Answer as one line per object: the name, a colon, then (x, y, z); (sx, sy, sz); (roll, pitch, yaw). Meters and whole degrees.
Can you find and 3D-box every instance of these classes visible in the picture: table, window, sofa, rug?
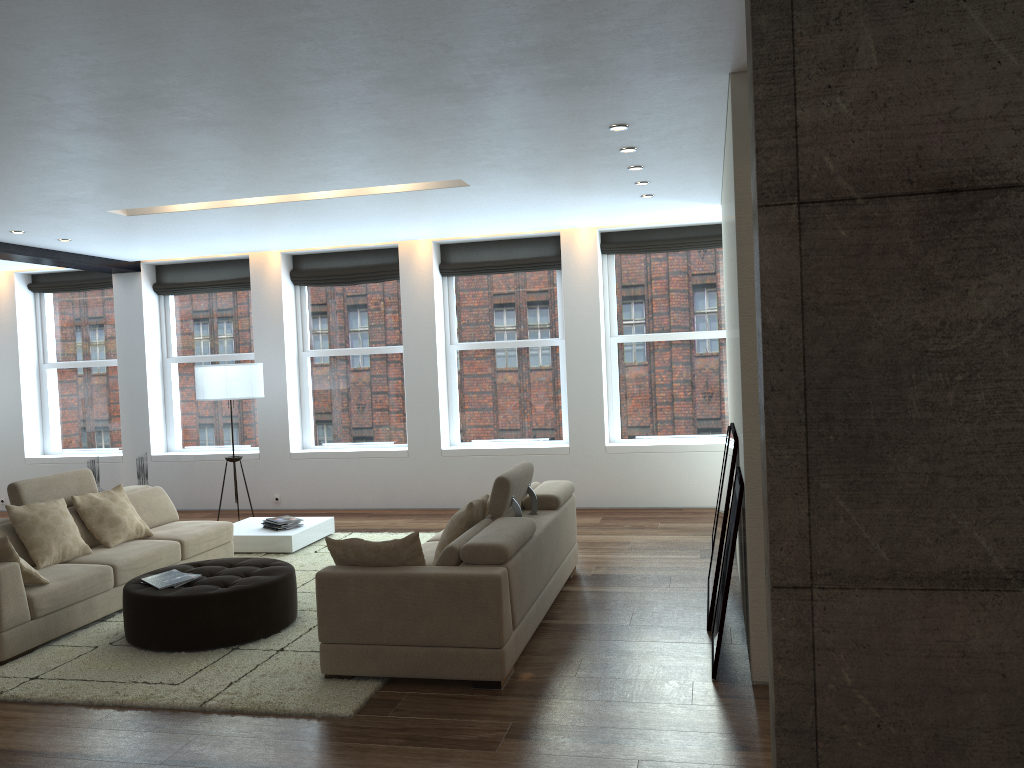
table: (-2.275, 1.418, 8.345); (0.900, 0.170, 0.900); (-2, 2, 13)
window: (1.797, -0.494, 9.652); (1.563, 2.400, 0.123); (-2, 2, 13)
window: (-5.409, -0.230, 11.283); (1.391, 2.400, 0.123); (-2, 2, 13)
window: (-1.853, -0.360, 10.479); (1.442, 2.400, 0.123); (-2, 2, 13)
sofa: (-3.142, 1.140, 6.429); (1.021, 0.950, 2.581); (-2, 2, 13)
sofa: (-0.269, 1.035, 5.779); (1.021, 0.950, 2.581); (-2, 2, 13)
window: (-3.643, -0.294, 10.884); (1.432, 2.400, 0.123); (-2, 2, 13)
rug: (-1.746, 1.541, 6.572); (2.972, 0.020, 4.231); (-2, 2, 13)
window: (-0.058, -0.426, 10.072); (1.443, 2.400, 0.123); (-2, 2, 13)

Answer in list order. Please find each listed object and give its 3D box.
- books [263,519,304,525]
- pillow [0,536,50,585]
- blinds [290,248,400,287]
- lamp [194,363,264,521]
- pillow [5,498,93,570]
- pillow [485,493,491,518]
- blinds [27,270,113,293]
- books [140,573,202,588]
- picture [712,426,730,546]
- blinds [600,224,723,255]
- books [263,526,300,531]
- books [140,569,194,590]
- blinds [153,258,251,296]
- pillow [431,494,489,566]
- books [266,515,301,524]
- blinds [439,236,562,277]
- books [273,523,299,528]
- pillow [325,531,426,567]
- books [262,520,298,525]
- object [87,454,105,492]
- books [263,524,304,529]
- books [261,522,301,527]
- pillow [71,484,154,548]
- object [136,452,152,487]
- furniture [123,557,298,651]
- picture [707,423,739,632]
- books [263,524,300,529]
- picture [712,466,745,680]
books: (-2.123, 1.276, 8.233); (0.300, 0.010, 0.220); (-2, 2, 28)
pillow: (-3.150, 1.063, 5.388); (0.518, 0.393, 0.395); (-2, 2, 16)
blinds: (-1.909, -1.364, 10.388); (1.439, 0.424, 0.156); (-2, 2, 13)
lamp: (-2.989, 0.652, 9.502); (0.698, 1.728, 0.698); (-1, 2, 36)
pillow: (-3.216, 1.021, 6.181); (0.301, 0.439, 0.534); (-2, 2, 16)
pillow: (-0.192, 0.902, 6.137); (0.368, 0.416, 0.519); (-2, 2, 8)
blinds: (-5.470, -1.300, 11.192); (1.396, 0.275, 0.156); (-2, 2, 13)
books: (-2.130, 1.223, 5.545); (0.300, 0.031, 0.219); (-2, 2, 28)
picture: (1.767, 0.876, 7.478); (0.195, 0.988, 0.700); (-2, 2, 13)
blinds: (1.739, -1.559, 9.560); (1.563, 0.275, 0.156); (-2, 2, 13)
books: (-2.139, 1.326, 8.217); (0.220, 0.010, 0.300); (-4, 2, -42)
books: (-2.149, 1.217, 5.527); (0.220, 0.040, 0.301); (-4, 2, -42)
blinds: (-3.704, -1.304, 10.779); (1.431, 0.395, 0.183); (-2, 2, 13)
pillow: (-0.317, 0.915, 5.525); (0.301, 0.439, 0.534); (-2, 2, 9)
books: (-2.123, 1.257, 8.232); (0.220, 0.010, 0.300); (-4, 2, -37)
blinds: (-0.114, -1.437, 9.982); (1.442, 0.393, 0.156); (-2, 2, 13)
books: (-2.122, 1.296, 8.233); (0.220, 0.010, 0.300); (-3, 2, -27)
pillow: (-0.715, 0.974, 4.836); (0.518, 0.393, 0.395); (-2, 2, 9)
books: (-2.142, 1.268, 8.215); (0.220, 0.010, 0.300); (-4, 2, -42)
object: (-4.714, 1.189, 10.017); (0.458, 0.781, 0.458); (-2, 2, 12)
books: (-2.121, 1.315, 8.234); (0.300, 0.010, 0.220); (-1, 2, 33)
books: (-2.141, 1.287, 8.216); (0.300, 0.010, 0.220); (-1, 2, 38)
pillow: (-3.066, 1.007, 6.787); (0.368, 0.416, 0.519); (-2, 2, 17)
object: (-4.211, 1.164, 10.126); (0.458, 0.781, 0.458); (-2, 2, 12)
furniture: (-1.925, 1.387, 5.702); (1.057, 0.355, 1.057); (-2, 2, 15)
picture: (1.364, 0.869, 5.768); (0.225, 1.140, 1.183); (-2, 2, 13)
books: (-2.140, 1.306, 8.217); (0.220, 0.010, 0.300); (-4, 2, -42)
picture: (1.157, 0.981, 4.772); (0.195, 0.988, 0.700); (-2, 2, 13)
